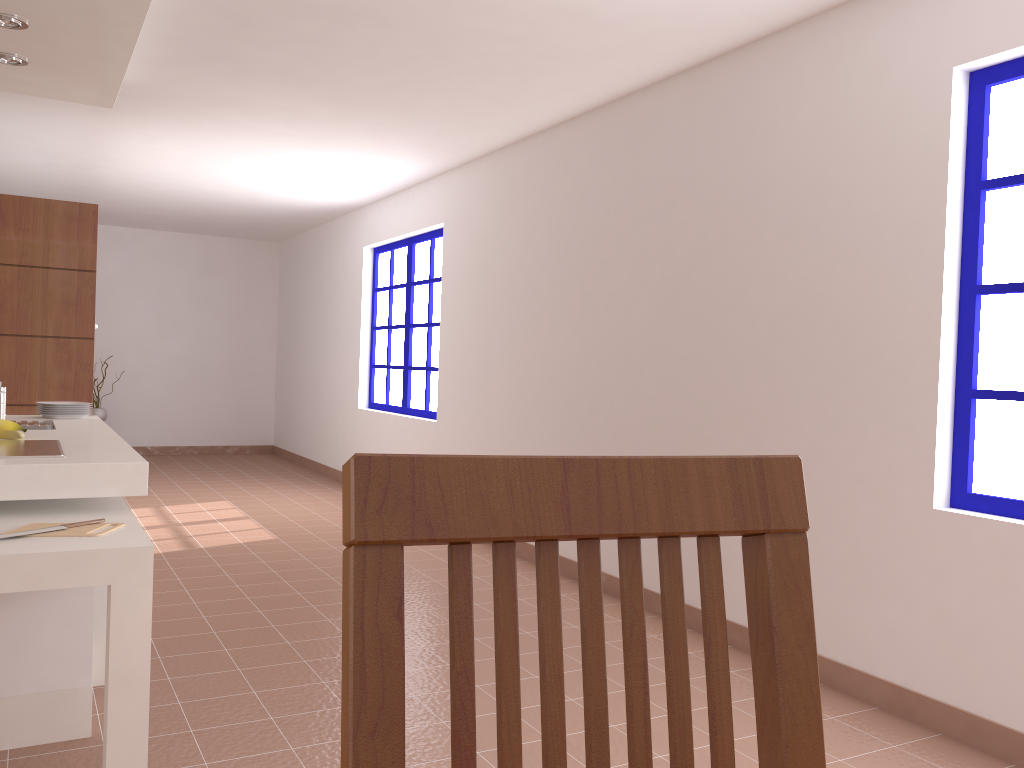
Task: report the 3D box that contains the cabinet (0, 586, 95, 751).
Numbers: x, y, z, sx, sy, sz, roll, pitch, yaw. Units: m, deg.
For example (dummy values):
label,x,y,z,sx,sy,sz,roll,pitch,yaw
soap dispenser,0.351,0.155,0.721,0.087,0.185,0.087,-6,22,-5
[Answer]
label,x,y,z,sx,sy,sz,roll,pitch,yaw
cabinet,-1.942,0.638,3.340,0.737,0.700,2.048,2,1,-29

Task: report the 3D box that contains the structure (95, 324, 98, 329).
label,x,y,z,sx,sy,sz,roll,pitch,yaw
structure,-2.854,-0.336,6.016,0.056,0.454,0.614,2,1,-29

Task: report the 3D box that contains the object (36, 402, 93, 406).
label,x,y,z,sx,sy,sz,roll,pitch,yaw
object,-2.163,0.101,4.285,0.228,0.020,0.228,3,1,43

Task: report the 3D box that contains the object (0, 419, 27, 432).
label,x,y,z,sx,sy,sz,roll,pitch,yaw
object,-1.837,0.150,3.171,0.047,0.055,0.207,3,1,38

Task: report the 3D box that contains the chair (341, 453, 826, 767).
label,x,y,z,sx,sy,sz,roll,pitch,yaw
chair,0.116,0.585,0.384,0.444,1.063,0.574,2,1,-19

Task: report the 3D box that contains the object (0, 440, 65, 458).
label,x,y,z,sx,sy,sz,roll,pitch,yaw
object,-1.696,0.204,2.799,0.493,0.006,0.551,2,1,-29

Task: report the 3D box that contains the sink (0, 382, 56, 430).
label,x,y,z,sx,sy,sz,roll,pitch,yaw
sink,-2.160,0.167,3.746,0.404,0.368,0.668,2,1,-29

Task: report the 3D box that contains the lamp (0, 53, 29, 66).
label,x,y,z,sx,sy,sz,roll,pitch,yaw
lamp,-2.144,-1.404,3.785,0.143,0.059,0.143,2,1,-1

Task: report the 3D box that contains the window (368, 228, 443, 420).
label,x,y,z,sx,sy,sz,roll,pitch,yaw
window,-0.835,-0.467,7.179,0.035,1.430,1.699,2,1,-29

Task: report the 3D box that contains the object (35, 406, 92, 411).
label,x,y,z,sx,sy,sz,roll,pitch,yaw
object,-2.164,0.121,4.285,0.228,0.020,0.228,3,1,43

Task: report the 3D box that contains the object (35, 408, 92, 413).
label,x,y,z,sx,sy,sz,roll,pitch,yaw
object,-2.164,0.132,4.285,0.228,0.020,0.228,3,1,43

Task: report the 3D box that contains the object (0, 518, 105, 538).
label,x,y,z,sx,sy,sz,roll,pitch,yaw
object,-1.211,0.378,2.295,0.041,0.008,0.375,3,1,28

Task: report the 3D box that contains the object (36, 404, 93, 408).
label,x,y,z,sx,sy,sz,roll,pitch,yaw
object,-2.164,0.111,4.285,0.228,0.020,0.228,3,1,43

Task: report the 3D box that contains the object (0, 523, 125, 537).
label,x,y,z,sx,sy,sz,roll,pitch,yaw
object,-1.180,0.385,2.343,0.266,0.006,0.168,2,1,-12

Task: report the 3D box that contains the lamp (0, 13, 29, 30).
label,x,y,z,sx,sy,sz,roll,pitch,yaw
lamp,-1.904,-1.388,3.347,0.143,0.059,0.143,2,1,-1

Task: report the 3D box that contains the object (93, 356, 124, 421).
label,x,y,z,sx,sy,sz,roll,pitch,yaw
object,-4.366,0.236,9.256,0.655,1.112,0.284,2,1,-10

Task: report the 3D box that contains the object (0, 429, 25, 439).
label,x,y,z,sx,sy,sz,roll,pitch,yaw
object,-1.810,0.179,3.160,0.207,0.033,0.060,2,1,16

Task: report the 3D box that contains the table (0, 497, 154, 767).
label,x,y,z,sx,sy,sz,roll,pitch,yaw
table,-1.463,0.698,2.466,0.737,0.647,1.003,2,1,-29

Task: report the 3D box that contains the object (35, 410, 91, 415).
label,x,y,z,sx,sy,sz,roll,pitch,yaw
object,-2.165,0.142,4.286,0.228,0.020,0.228,3,1,43

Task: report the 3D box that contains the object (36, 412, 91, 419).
label,x,y,z,sx,sy,sz,roll,pitch,yaw
object,-2.165,0.152,4.286,0.228,0.020,0.228,3,1,43

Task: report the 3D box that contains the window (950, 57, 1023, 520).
label,x,y,z,sx,sy,sz,roll,pitch,yaw
window,1.896,-0.277,2.182,0.035,1.430,1.699,2,1,-29

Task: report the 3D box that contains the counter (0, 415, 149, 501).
label,x,y,z,sx,sy,sz,roll,pitch,yaw
counter,-1.971,0.586,3.386,0.821,0.800,2.156,2,1,-29
